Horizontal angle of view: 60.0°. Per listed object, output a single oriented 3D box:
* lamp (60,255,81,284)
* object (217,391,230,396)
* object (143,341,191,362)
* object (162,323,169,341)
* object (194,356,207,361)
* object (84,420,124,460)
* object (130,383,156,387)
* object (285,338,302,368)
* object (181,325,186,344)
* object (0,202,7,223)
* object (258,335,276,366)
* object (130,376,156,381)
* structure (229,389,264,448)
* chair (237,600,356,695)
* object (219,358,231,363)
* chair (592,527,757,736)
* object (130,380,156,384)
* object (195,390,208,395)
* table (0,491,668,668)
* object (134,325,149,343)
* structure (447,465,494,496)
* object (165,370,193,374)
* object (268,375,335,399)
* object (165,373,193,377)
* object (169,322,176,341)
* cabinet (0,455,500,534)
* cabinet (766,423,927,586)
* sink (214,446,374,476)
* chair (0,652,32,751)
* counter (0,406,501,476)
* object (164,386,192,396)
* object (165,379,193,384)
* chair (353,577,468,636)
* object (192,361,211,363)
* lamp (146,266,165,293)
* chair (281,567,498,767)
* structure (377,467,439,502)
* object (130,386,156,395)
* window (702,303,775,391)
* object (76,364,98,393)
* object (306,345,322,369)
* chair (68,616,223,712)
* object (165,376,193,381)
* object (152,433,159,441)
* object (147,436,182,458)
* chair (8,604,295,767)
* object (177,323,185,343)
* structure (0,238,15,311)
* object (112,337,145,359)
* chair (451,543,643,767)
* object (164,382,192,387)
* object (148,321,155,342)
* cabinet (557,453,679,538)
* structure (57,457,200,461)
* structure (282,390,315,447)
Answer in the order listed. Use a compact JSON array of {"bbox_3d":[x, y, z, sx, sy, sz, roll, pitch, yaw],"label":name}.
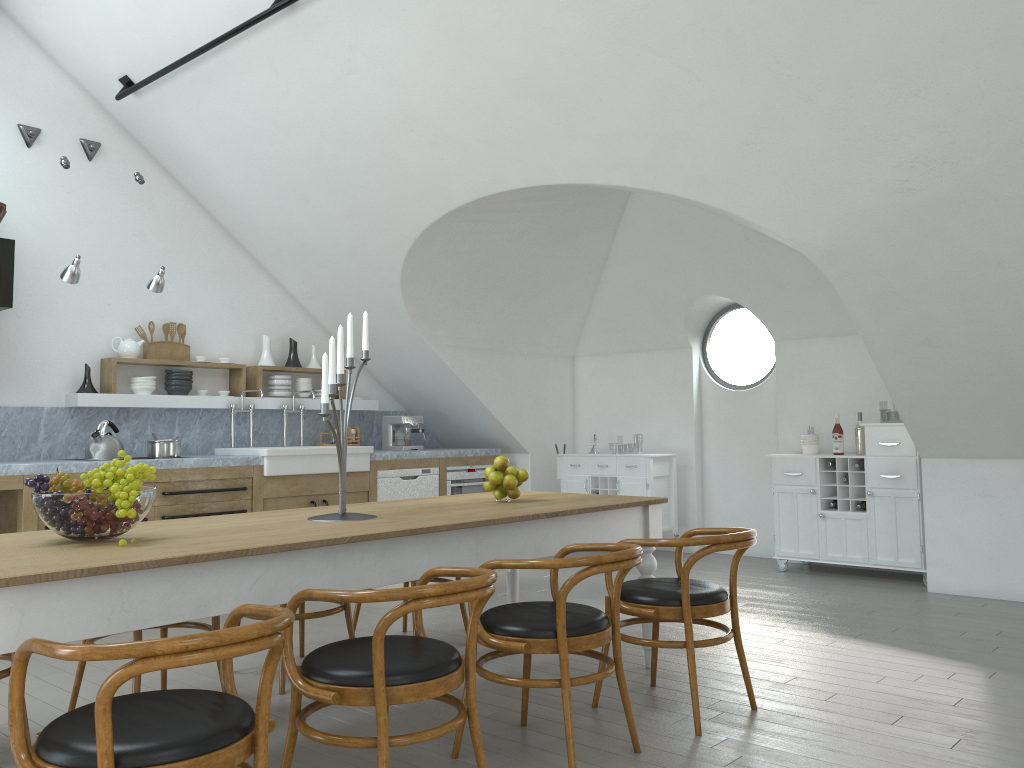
[{"bbox_3d":[-2.801,-0.722,5.625,0.115,0.178,0.164,2,-5,-30],"label":"lamp"},{"bbox_3d":[-2.342,0.082,7.201,0.098,0.049,0.098,-3,-4,39],"label":"object"},{"bbox_3d":[-2.677,-0.252,6.876,0.084,0.158,0.353,-4,-5,41],"label":"object"},{"bbox_3d":[-2.684,-0.331,6.890,0.040,0.300,0.061,-4,-6,39],"label":"object"},{"bbox_3d":[-2.482,-0.193,7.068,0.098,0.049,0.098,-3,-4,39],"label":"object"},{"bbox_3d":[-2.732,0.376,5.952,0.246,0.268,0.246,3,-5,-38],"label":"object"},{"bbox_3d":[-2.781,0.031,6.675,0.181,0.065,0.181,0,-3,-11],"label":"object"},{"bbox_3d":[-1.905,-0.271,7.719,0.156,0.269,0.156,4,-6,-44],"label":"object"},{"bbox_3d":[-2.595,-0.326,6.991,0.030,0.295,0.057,-5,-6,41],"label":"object"},{"bbox_3d":[-3.351,-1.010,5.513,0.348,0.237,0.365,2,-4,-31],"label":"object"},{"bbox_3d":[-2.082,-0.279,7.525,0.156,0.269,0.156,-3,-5,30],"label":"object"},{"bbox_3d":[-2.779,-0.021,6.683,0.181,0.076,0.180,0,-3,-11],"label":"object"},{"bbox_3d":[-2.072,0.308,7.100,0.332,0.531,0.213,-2,-5,22],"label":"structure"},{"bbox_3d":[-1.070,1.002,4.234,0.620,0.737,0.527,-5,-6,44],"label":"chair"},{"bbox_3d":[-2.340,-0.186,7.228,0.098,0.049,0.098,-3,-4,39],"label":"object"},{"bbox_3d":[0.687,0.948,3.582,0.620,0.737,0.527,-5,-6,44],"label":"chair"},{"bbox_3d":[-2.779,0.007,6.679,0.181,0.069,0.181,1,-4,-31],"label":"object"},{"bbox_3d":[-2.469,0.076,7.057,0.098,0.049,0.098,-3,-4,39],"label":"object"},{"bbox_3d":[-0.734,0.915,3.327,1.017,0.801,3.345,-4,-4,41],"label":"table"},{"bbox_3d":[-2.786,-0.319,6.770,0.199,0.259,0.016,3,-6,-38],"label":"object"},{"bbox_3d":[-0.585,1.073,8.257,0.630,0.638,0.631,-4,-5,41],"label":"structure"},{"bbox_3d":[-2.595,-0.071,6.903,0.205,0.080,0.205,-4,-5,44],"label":"object"},{"bbox_3d":[-1.835,0.036,7.746,0.197,0.196,0.656,-4,-5,41],"label":"object"},{"bbox_3d":[-2.592,-0.043,6.901,0.205,0.084,0.205,1,-4,-21],"label":"object"},{"bbox_3d":[-2.647,-0.330,6.902,0.019,0.300,0.057,-5,-6,41],"label":"object"},{"bbox_3d":[-2.570,1.100,6.257,1.002,1.024,6.421,-4,-5,41],"label":"cabinet"},{"bbox_3d":[2.658,0.886,6.870,1.241,1.156,0.609,-4,-5,41],"label":"cabinet"},{"bbox_3d":[-1.720,0.604,7.045,0.726,0.202,1.020,-3,-4,41],"label":"sink"},{"bbox_3d":[-2.032,0.955,3.149,0.620,0.737,0.527,-4,-5,41],"label":"chair"},{"bbox_3d":[-2.547,0.284,6.394,0.960,0.621,6.568,-4,-4,41],"label":"counter"},{"bbox_3d":[-2.592,0.058,6.886,0.205,0.072,0.205,-2,-4,29],"label":"object"},{"bbox_3d":[-2.587,0.004,6.889,0.205,0.086,0.205,0,-3,-6],"label":"object"},{"bbox_3d":[-0.583,1.025,4.768,0.621,0.737,0.526,-4,-5,38],"label":"chair"},{"bbox_3d":[-2.482,-0.169,7.066,0.163,0.012,0.163,1,-4,-31],"label":"object"},{"bbox_3d":[-2.415,-0.707,6.055,0.168,0.177,0.112,-3,-5,34],"label":"lamp"},{"bbox_3d":[-0.337,0.905,2.555,0.620,0.737,0.527,-4,-5,41],"label":"chair"},{"bbox_3d":[-1.087,1.144,7.687,0.598,0.825,0.723,-4,-5,41],"label":"structure"},{"bbox_3d":[-2.780,0.053,6.674,0.181,0.064,0.181,1,-4,-26],"label":"object"},{"bbox_3d":[2.106,-0.340,8.079,0.899,0.902,0.060,-4,-6,41],"label":"window"},{"bbox_3d":[-3.062,-0.038,6.393,0.156,0.219,0.155,-2,-5,23],"label":"object"},{"bbox_3d":[-1.763,-0.238,7.891,0.156,0.219,0.155,-2,-5,23],"label":"object"},{"bbox_3d":[-1.507,0.976,3.651,0.621,0.737,0.526,-4,-5,38],"label":"chair"},{"bbox_3d":[-2.592,-0.018,6.894,0.205,0.072,0.205,-2,-4,29],"label":"object"},{"bbox_3d":[-2.496,0.429,6.273,0.235,0.167,0.051,-3,-5,37],"label":"object"},{"bbox_3d":[-2.417,0.456,6.308,0.232,0.171,0.394,-2,-4,21],"label":"object"},{"bbox_3d":[-0.789,0.880,1.985,0.620,0.737,0.527,-5,-6,45],"label":"chair"},{"bbox_3d":[-2.607,-0.328,6.952,0.039,0.299,0.067,-5,-6,41],"label":"object"},{"bbox_3d":[-3.695,-0.459,5.302,0.779,1.889,1.074,-5,-6,41],"label":"structure"},{"bbox_3d":[-2.875,-0.267,6.640,0.174,0.169,0.167,-2,-4,25],"label":"object"},{"bbox_3d":[0.157,0.928,3.088,0.621,0.737,0.526,-4,-5,37],"label":"chair"},{"bbox_3d":[-2.593,0.032,6.888,0.205,0.086,0.205,0,-3,-11],"label":"object"},{"bbox_3d":[-2.764,-0.336,6.801,0.027,0.300,0.055,-5,-6,41],"label":"object"},{"bbox_3d":[0.939,1.039,8.126,1.133,0.791,0.496,-4,-5,41],"label":"cabinet"},{"bbox_3d":[-2.661,0.537,6.137,0.646,0.041,0.736,-3,-4,41],"label":"structure"},{"bbox_3d":[-1.748,0.324,7.465,0.332,0.531,0.213,-2,-5,22],"label":"structure"}]
